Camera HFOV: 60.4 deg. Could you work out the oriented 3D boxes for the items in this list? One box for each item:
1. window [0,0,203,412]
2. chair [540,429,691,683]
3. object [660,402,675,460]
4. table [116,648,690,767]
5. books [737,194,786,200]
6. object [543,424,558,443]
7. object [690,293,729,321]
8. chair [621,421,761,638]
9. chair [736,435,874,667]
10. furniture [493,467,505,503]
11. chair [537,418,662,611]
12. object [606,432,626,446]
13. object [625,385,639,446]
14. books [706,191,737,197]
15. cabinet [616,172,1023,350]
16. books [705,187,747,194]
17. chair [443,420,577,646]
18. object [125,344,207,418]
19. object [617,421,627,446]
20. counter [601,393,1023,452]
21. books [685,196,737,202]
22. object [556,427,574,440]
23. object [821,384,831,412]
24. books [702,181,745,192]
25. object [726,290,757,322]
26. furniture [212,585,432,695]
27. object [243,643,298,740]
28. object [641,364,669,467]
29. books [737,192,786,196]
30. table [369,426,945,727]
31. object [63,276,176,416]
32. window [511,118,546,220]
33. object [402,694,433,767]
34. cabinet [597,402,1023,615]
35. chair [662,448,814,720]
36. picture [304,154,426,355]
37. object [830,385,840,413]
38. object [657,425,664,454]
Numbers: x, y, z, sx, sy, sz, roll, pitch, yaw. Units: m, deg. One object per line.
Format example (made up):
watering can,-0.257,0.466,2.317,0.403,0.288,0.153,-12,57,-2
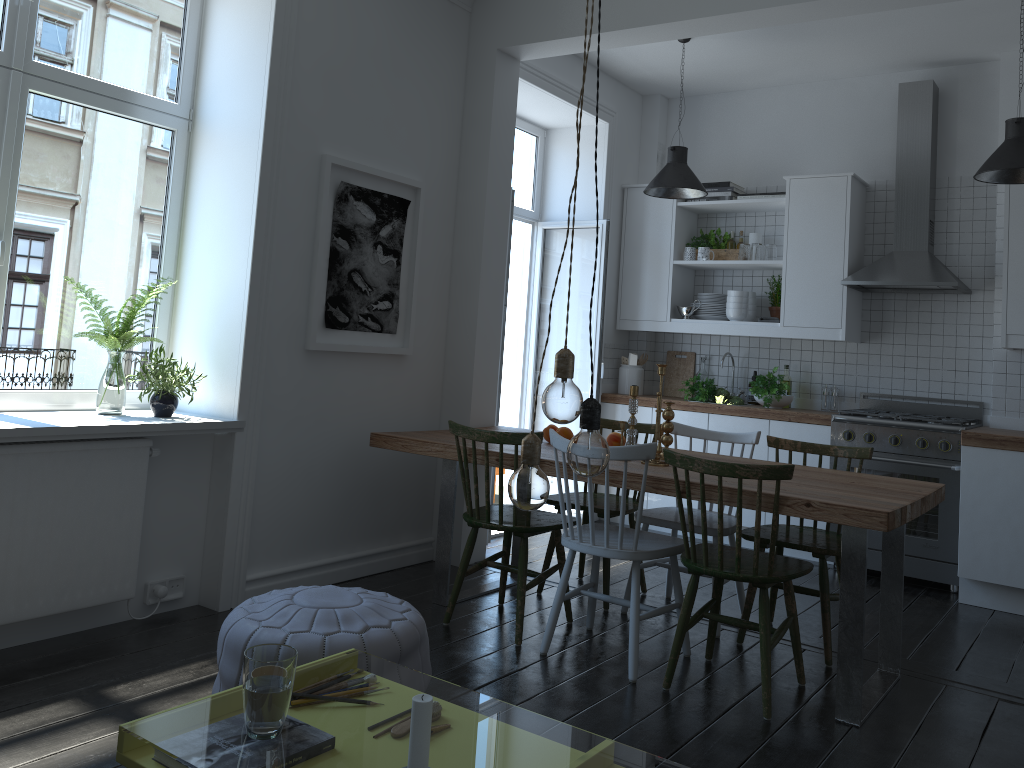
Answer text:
window,-1.916,-0.891,3.347,0.107,2.003,1.557,1,-3,35
chair,0.393,0.615,3.383,0.467,0.849,0.506,2,-3,35
object,0.676,0.203,3.829,0.100,0.249,0.100,6,-4,-31
table,0.005,0.887,1.446,1.404,0.402,0.596,5,1,35
books,1.732,-1.234,5.956,0.351,0.038,0.259,5,3,34
object,0.188,0.236,4.171,0.088,0.091,0.083,3,-2,25
object,1.388,-0.528,6.122,0.301,0.196,0.304,4,0,36
chair,0.844,0.620,4.036,0.467,0.849,0.506,2,-3,35
chair,1.235,0.668,3.738,0.468,0.834,0.481,2,-3,34
furniture,-0.416,0.656,6.882,0.923,0.377,0.397,5,0,35
chair,0.430,0.590,4.284,0.468,0.834,0.481,2,-3,34
object,0.480,0.265,4.058,0.084,0.084,0.089,5,-1,-42
object,0.526,0.161,3.845,0.140,0.313,0.139,5,-3,-12
books,1.421,-1.305,6.175,0.329,0.031,0.258,5,3,33
cabinet,2.241,-0.097,5.189,3.799,2.389,0.773,4,-3,39
books,1.439,-1.335,6.180,0.352,0.031,0.286,6,3,35
chair,0.001,0.585,3.680,0.468,0.834,0.481,2,-3,34
object,-1.397,-0.014,3.582,0.286,0.297,0.282,3,-2,40
object,0.459,0.236,3.674,0.080,0.162,0.080,4,-3,-8
counter,1.935,0.223,5.326,3.108,0.074,0.841,6,3,35
books,1.433,-1.267,6.173,0.352,0.044,0.258,6,3,37
object,0.244,0.244,4.109,0.090,0.089,0.083,5,-1,-28
object,2.039,0.090,5.720,0.059,0.174,0.059,7,-5,-41
books,1.429,-1.371,6.187,0.326,0.038,0.257,6,3,37
object,1.548,-0.521,5.944,0.150,0.218,0.307,2,-1,33
furniture,-0.543,0.827,2.553,0.611,0.422,0.611,4,0,29
object,-0.454,0.573,1.636,0.097,0.147,0.097,4,-2,-4
object,0.596,0.125,3.602,0.113,0.414,0.113,4,-4,-3
books,1.738,-1.261,5.966,0.342,0.016,0.273,6,3,36
table,0.527,0.672,3.756,2.233,0.721,1.011,5,1,35
object,-1.567,-0.159,3.533,0.393,0.570,0.326,4,-3,-1
window,-0.108,-1.512,5.894,0.106,0.662,1.173,1,-1,35
object,-0.150,0.590,1.419,0.074,0.175,0.074,5,-4,-20
cabinet,1.944,0.659,5.334,3.191,0.820,0.724,6,0,43
chair,0.807,0.661,3.134,0.468,0.834,0.481,2,-3,34
picture,-0.706,-0.598,4.261,0.083,0.895,0.682,1,-3,35
object,2.077,0.094,5.667,0.059,0.174,0.059,7,-5,-41
object,0.658,0.253,3.919,0.049,0.140,0.049,1,-5,35
